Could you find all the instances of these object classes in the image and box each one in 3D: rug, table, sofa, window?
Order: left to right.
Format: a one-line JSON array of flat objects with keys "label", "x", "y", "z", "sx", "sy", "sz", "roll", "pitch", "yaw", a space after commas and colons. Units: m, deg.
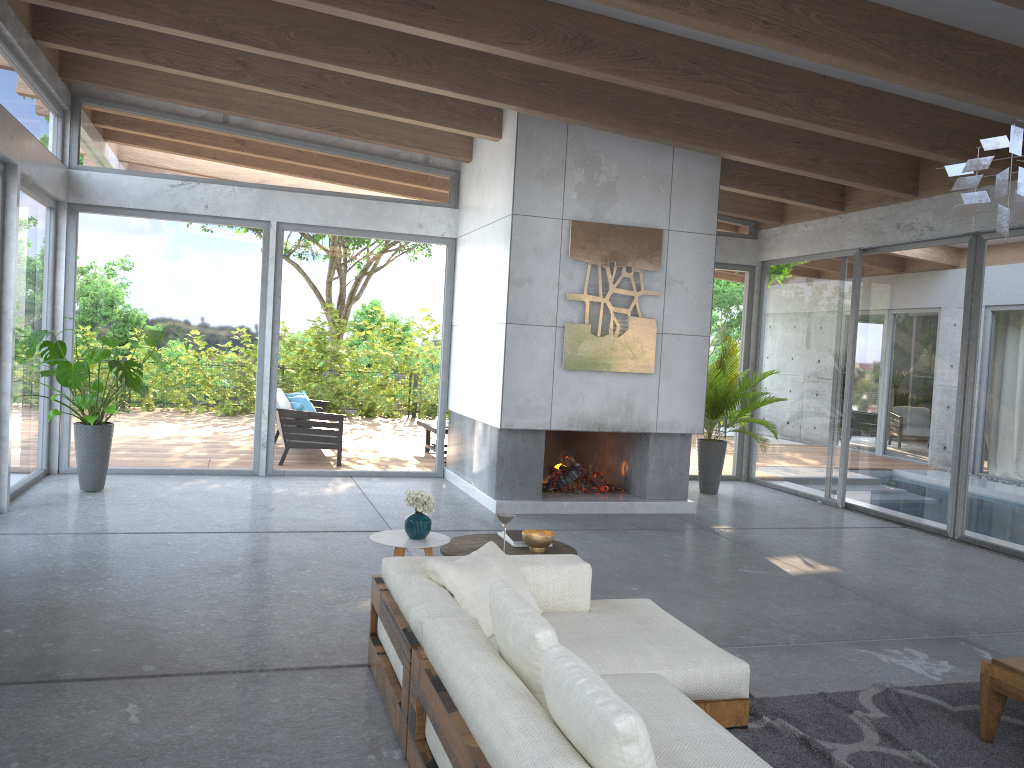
[{"label": "table", "x": -0.028, "y": 1.087, "z": 4.692, "sx": 0.725, "sy": 0.441, "sz": 0.725, "roll": 5, "pitch": 3, "yaw": 35}, {"label": "sofa", "x": 0.832, "y": 1.133, "z": 2.603, "sx": 1.965, "sy": 0.777, "sz": 3.733, "roll": 2, "pitch": 2, "yaw": -17}, {"label": "rug", "x": 2.001, "y": 1.453, "z": 3.134, "sx": 3.186, "sy": 0.056, "sz": 2.187, "roll": 3, "pitch": 2, "yaw": -17}, {"label": "table", "x": 2.562, "y": 1.335, "z": 3.240, "sx": 1.048, "sy": 0.352, "sz": 1.112, "roll": 2, "pitch": 2, "yaw": -17}, {"label": "window", "x": 2.643, "y": -0.343, "z": 2.869, "sx": 14.294, "sy": 3.764, "sz": 23.280, "roll": 2, "pitch": 2, "yaw": -17}]

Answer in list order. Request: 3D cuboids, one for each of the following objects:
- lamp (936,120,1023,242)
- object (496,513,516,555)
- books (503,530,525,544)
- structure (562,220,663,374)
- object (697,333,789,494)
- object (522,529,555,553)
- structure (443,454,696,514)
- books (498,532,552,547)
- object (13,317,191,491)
[{"label": "lamp", "x": 1.794, "y": -1.118, "z": 2.759, "sx": 0.862, "sy": 1.400, "sz": 0.636, "roll": 5, "pitch": 3, "yaw": 30}, {"label": "object", "x": -0.037, "y": 0.767, "z": 4.485, "sx": 0.099, "sy": 0.212, "sz": 0.099, "roll": 4, "pitch": 2, "yaw": 14}, {"label": "books", "x": 0.077, "y": 0.843, "z": 4.890, "sx": 0.205, "sy": 0.012, "sz": 0.290, "roll": 3, "pitch": 2, "yaw": -12}, {"label": "structure", "x": 0.929, "y": -0.787, "z": 8.166, "sx": 0.919, "sy": 1.351, "sz": 0.041, "roll": 2, "pitch": 2, "yaw": -17}, {"label": "object", "x": 2.261, "y": 0.312, "z": 9.914, "sx": 1.484, "sy": 1.819, "sz": 1.798, "roll": 3, "pitch": 2, "yaw": -10}, {"label": "object", "x": 0.136, "y": 0.828, "z": 4.657, "sx": 0.173, "sy": 0.097, "sz": 0.173, "roll": 1, "pitch": 3, "yaw": -38}, {"label": "structure", "x": 0.505, "y": 0.862, "z": 9.306, "sx": 2.012, "sy": 0.595, "sz": 2.203, "roll": 2, "pitch": 2, "yaw": -17}, {"label": "books", "x": 0.069, "y": 0.856, "z": 4.891, "sx": 0.220, "sy": 0.015, "sz": 0.303, "roll": 2, "pitch": 2, "yaw": -18}, {"label": "object", "x": -3.824, "y": 0.173, "z": 8.056, "sx": 1.416, "sy": 1.540, "sz": 1.731, "roll": 3, "pitch": 2, "yaw": 2}]
